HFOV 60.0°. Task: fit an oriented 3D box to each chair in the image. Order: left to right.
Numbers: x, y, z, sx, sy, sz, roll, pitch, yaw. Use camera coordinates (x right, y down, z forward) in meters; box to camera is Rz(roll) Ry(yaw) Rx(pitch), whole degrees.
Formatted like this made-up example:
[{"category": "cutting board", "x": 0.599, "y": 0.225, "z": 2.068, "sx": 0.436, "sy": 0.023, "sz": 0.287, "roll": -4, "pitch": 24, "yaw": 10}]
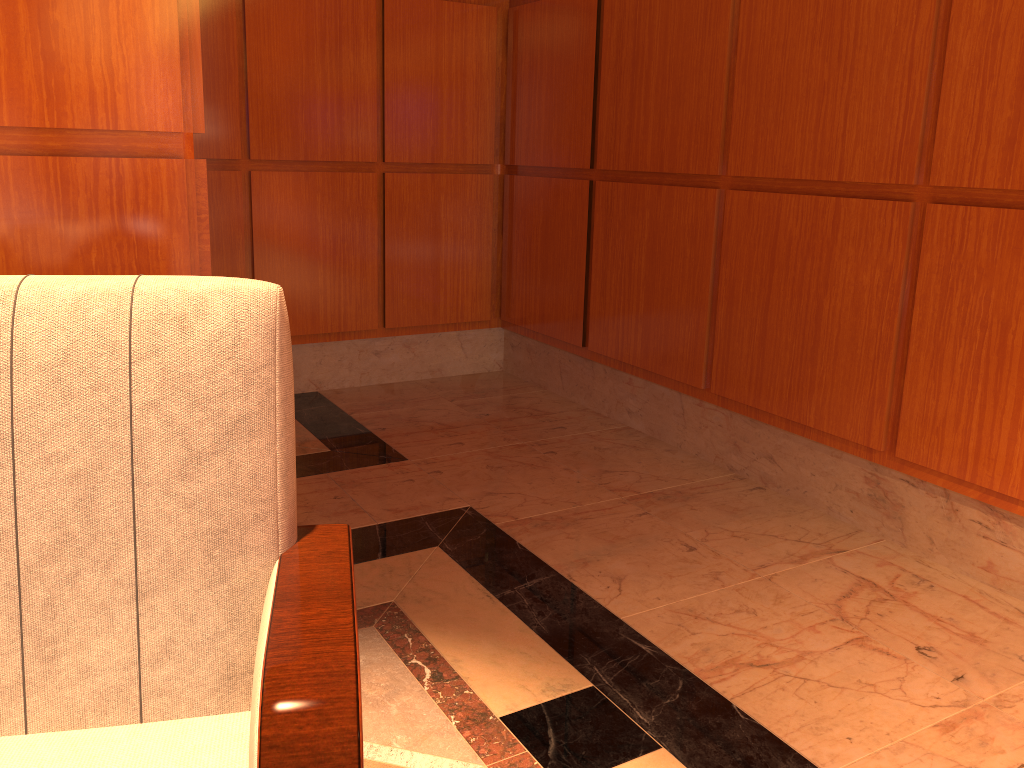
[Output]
[{"category": "chair", "x": -0.567, "y": 0.375, "z": 1.103, "sx": 0.738, "sy": 0.953, "sz": 0.634, "roll": -1, "pitch": 13, "yaw": -11}]
